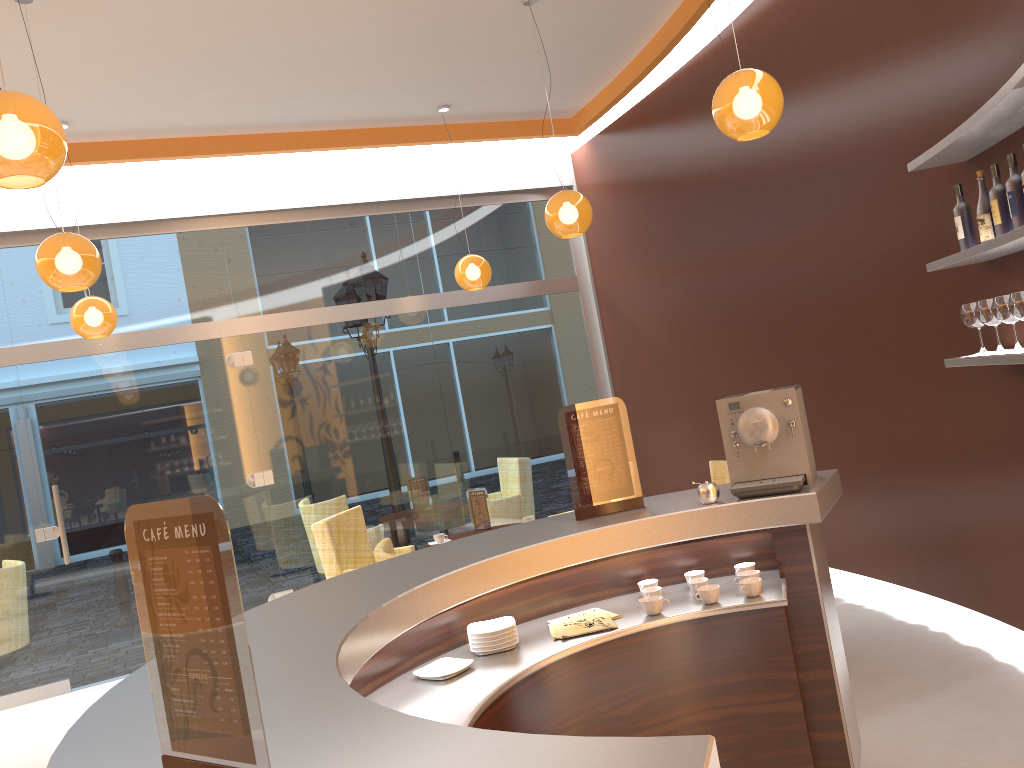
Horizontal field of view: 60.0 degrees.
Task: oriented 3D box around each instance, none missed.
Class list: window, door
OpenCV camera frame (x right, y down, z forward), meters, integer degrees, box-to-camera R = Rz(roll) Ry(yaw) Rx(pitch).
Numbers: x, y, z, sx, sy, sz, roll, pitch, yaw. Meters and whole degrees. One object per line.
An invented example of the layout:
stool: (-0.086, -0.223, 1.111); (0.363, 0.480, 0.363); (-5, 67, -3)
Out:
window: (-2.879, 0.466, 7.021); (8.200, 3.380, 0.040); (-10, -1, -22)
door: (-2.790, 0.958, 7.011); (1.640, 2.499, 0.020); (-10, -1, -22)

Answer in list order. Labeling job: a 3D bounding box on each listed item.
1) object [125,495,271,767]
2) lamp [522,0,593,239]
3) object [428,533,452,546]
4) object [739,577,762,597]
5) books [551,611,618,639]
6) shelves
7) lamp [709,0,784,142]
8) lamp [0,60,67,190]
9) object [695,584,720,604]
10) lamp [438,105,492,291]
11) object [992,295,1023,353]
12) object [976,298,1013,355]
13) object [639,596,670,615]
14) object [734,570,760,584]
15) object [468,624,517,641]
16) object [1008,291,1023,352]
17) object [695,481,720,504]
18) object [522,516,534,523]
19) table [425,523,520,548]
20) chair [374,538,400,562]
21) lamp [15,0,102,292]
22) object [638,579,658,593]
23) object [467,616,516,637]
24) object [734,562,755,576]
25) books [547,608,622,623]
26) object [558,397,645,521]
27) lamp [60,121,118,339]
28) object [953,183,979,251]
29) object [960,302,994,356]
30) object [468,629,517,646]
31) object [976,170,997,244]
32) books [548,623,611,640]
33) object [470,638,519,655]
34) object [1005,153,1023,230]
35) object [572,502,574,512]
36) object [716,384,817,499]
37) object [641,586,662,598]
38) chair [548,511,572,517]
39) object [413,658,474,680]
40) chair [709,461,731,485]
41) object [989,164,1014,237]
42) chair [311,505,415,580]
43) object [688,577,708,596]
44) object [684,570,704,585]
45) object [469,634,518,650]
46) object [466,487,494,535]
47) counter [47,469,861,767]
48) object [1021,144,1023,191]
object: (-0.448, 0.367, 1.247); (0.258, 0.414, 0.052); (-11, -1, 37)
lamp: (0.239, -1.650, 5.483); (0.299, 1.500, 0.299); (-9, -2, -44)
object: (-0.502, 1.075, 6.132); (0.153, 0.069, 0.153); (-10, -1, -22)
object: (0.762, 0.649, 2.816); (0.073, 0.050, 0.086); (-10, -1, 10)
books: (0.227, 0.763, 2.805); (0.185, 0.016, 0.188); (-10, -1, -7)
shelves: (1.108, -0.432, 1.675); (0.586, 0.902, 4.744); (-11, -1, 25)
lamp: (0.901, -1.801, 3.816); (0.299, 1.500, 0.299); (-9, -2, -44)
lamp: (-1.655, -1.361, 2.762); (0.299, 1.500, 0.299); (-9, -2, -44)
object: (0.628, 0.673, 2.821); (0.073, 0.050, 0.086); (-11, -1, 23)
lamp: (-0.422, -1.498, 7.151); (0.299, 1.500, 0.299); (-11, -1, 35)
object: (1.950, -0.237, 3.450); (0.125, 0.221, 0.125); (-10, -1, 3)
object: (1.971, -0.238, 3.612); (0.125, 0.221, 0.125); (-10, -1, 3)
object: (0.450, 0.705, 2.818); (0.086, 0.050, 0.073); (-10, -1, -11)
object: (0.781, 0.648, 2.920); (0.073, 0.050, 0.086); (-11, -1, 35)
object: (-0.061, 0.770, 2.753); (0.153, 0.020, 0.153); (-10, -1, -5)
object: (1.924, -0.236, 3.289); (0.125, 0.221, 0.125); (-10, -1, 3)
object: (0.675, 0.371, 3.046); (0.075, 0.077, 0.075); (-11, -1, 37)
object: (0.122, 0.964, 6.208); (0.153, 0.069, 0.153); (-10, -1, 0)
table: (-0.116, 1.385, 6.121); (0.872, 0.679, 0.874); (-11, -1, 24)
chair: (-0.209, 1.192, 4.155); (0.685, 1.017, 0.729); (-9, -2, -44)
lamp: (-2.317, -1.209, 4.429); (0.299, 1.500, 0.299); (-10, -1, -11)
object: (0.473, 0.706, 3.050); (0.073, 0.050, 0.086); (-10, -1, -1)
object: (-0.063, 0.756, 2.754); (0.153, 0.020, 0.153); (-10, -1, -5)
object: (0.803, 0.646, 3.043); (0.073, 0.050, 0.086); (-10, -1, 10)
books: (0.235, 0.766, 2.898); (0.193, 0.009, 0.189); (-10, -1, -23)
object: (0.321, 0.267, 3.224); (0.258, 0.414, 0.052); (-10, -1, -8)
lamp: (-2.978, -1.058, 6.096); (0.299, 1.500, 0.299); (-11, -1, 42)
object: (1.889, -0.688, 3.702); (0.073, 0.297, 0.073); (-10, -1, -12)
object: (1.985, -0.238, 3.770); (0.125, 0.221, 0.125); (-10, -1, 3)
object: (-0.059, 0.783, 2.753); (0.153, 0.020, 0.153); (-10, -1, -5)
object: (1.885, -0.696, 3.519); (0.086, 0.303, 0.086); (-9, -1, -43)
books: (0.212, 0.768, 2.812); (0.187, 0.011, 0.189); (-10, -1, -2)
object: (-0.054, 0.810, 2.753); (0.153, 0.020, 0.153); (-10, -1, -5)
object: (1.835, -0.688, 3.212); (0.073, 0.297, 0.073); (-10, -1, -12)
object: (0.431, 0.741, 4.560); (0.209, 0.335, 0.042); (-10, -1, -8)
object: (0.893, 0.199, 3.126); (0.270, 0.340, 0.373); (-11, -1, 23)
object: (0.468, 0.704, 2.934); (0.073, 0.050, 0.086); (-10, -1, -16)
chair: (0.606, 1.087, 6.352); (0.685, 1.017, 0.729); (-10, -1, -19)
object: (-0.199, 0.833, 2.588); (0.153, 0.020, 0.153); (-11, -1, 39)
chair: (1.230, 0.945, 4.808); (0.685, 1.017, 0.729); (-10, -1, -15)
object: (1.863, -0.690, 3.377); (0.073, 0.297, 0.073); (-11, -1, 37)
chair: (-0.944, 1.361, 6.070); (0.685, 1.017, 0.729); (-10, -1, 10)
object: (0.624, 0.676, 2.943); (0.073, 0.050, 0.086); (-10, -1, -17)
object: (0.635, 0.677, 3.059); (0.073, 0.050, 0.086); (-10, -1, -7)
object: (-0.056, 0.797, 2.753); (0.153, 0.020, 0.153); (-10, -1, -5)
object: (-0.222, 0.890, 6.171); (0.209, 0.335, 0.042); (-11, -1, 43)
counter: (0.042, 1.068, 2.284); (1.586, 1.100, 2.917); (-11, -1, 23)
object: (1.802, -0.685, 3.055); (0.073, 0.297, 0.073); (-10, -1, -12)
